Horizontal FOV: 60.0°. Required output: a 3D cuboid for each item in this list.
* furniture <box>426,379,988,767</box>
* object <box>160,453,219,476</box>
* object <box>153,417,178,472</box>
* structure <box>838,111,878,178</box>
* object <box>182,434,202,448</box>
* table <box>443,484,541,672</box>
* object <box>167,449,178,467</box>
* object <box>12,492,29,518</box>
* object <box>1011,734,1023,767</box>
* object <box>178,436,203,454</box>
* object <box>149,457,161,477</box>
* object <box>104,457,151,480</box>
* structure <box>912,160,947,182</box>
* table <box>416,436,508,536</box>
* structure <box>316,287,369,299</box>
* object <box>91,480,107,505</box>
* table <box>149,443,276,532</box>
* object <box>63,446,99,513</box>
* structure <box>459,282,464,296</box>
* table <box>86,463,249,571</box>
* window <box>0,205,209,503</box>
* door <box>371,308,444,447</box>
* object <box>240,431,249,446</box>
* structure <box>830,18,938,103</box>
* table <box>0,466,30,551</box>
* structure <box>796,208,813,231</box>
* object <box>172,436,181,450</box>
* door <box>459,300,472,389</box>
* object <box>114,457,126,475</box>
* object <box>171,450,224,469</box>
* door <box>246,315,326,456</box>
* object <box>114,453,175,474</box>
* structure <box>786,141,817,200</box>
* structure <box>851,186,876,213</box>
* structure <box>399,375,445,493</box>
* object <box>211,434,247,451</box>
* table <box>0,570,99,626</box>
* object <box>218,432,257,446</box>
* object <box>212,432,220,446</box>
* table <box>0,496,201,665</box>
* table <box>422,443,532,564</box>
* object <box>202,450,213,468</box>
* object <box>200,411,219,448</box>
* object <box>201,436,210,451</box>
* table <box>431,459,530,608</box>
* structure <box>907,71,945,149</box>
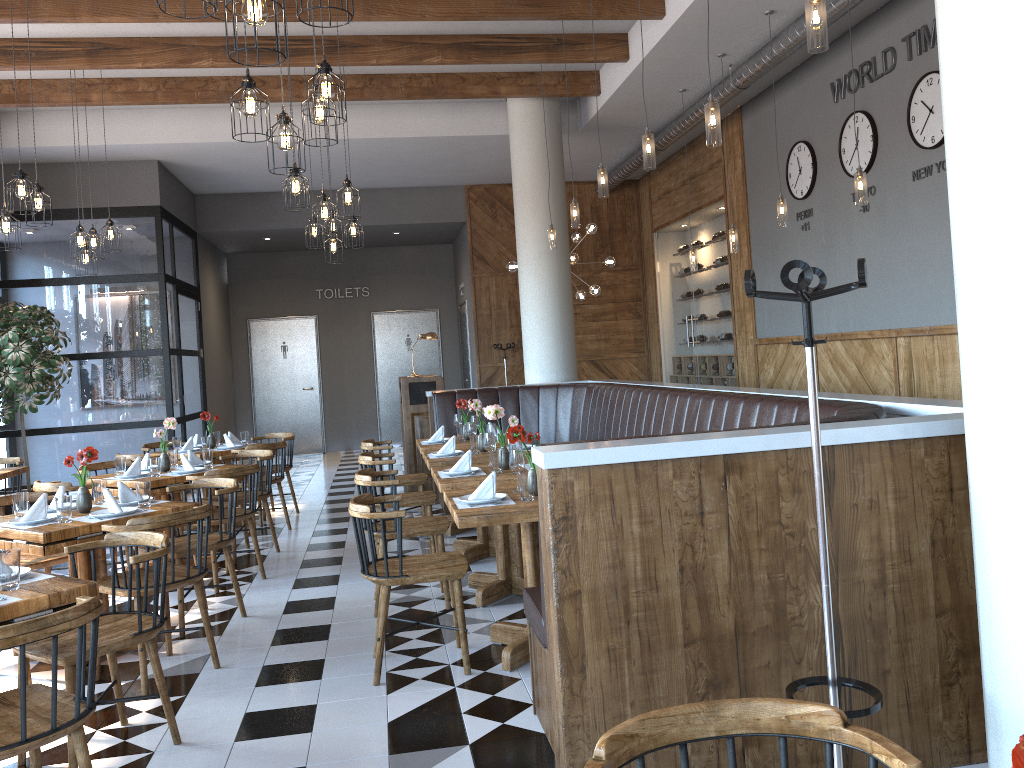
[{"bbox_3d":[0.579,0.653,6.119,1.918,1.150,6.586,-4,2,-9],"label":"furniture"},{"bbox_3d":[-2.366,0.574,6.449,0.272,0.137,0.352,-3,2,37],"label":"object"},{"bbox_3d":[-2.571,0.451,6.599,0.146,0.400,0.206,-4,0,3],"label":"object"},{"bbox_3d":[2.953,-2.044,7.566,0.046,0.561,0.560,-4,1,-9],"label":"structure"},{"bbox_3d":[-3.090,0.554,8.622,0.272,0.137,0.352,-3,2,37],"label":"object"},{"bbox_3d":[0.141,0.929,4.362,0.850,0.764,0.850,-4,1,-9],"label":"table"},{"bbox_3d":[-2.639,0.580,6.903,0.080,0.132,0.080,-4,0,6],"label":"object"},{"bbox_3d":[-2.614,0.647,4.714,0.080,0.132,0.080,-4,0,-4],"label":"object"},{"bbox_3d":[0.529,0.457,0.694,0.295,0.355,0.166,-4,0,-3],"label":"object"},{"bbox_3d":[-3.027,0.561,8.249,0.351,0.137,0.272,-3,2,36],"label":"object"},{"bbox_3d":[-2.535,0.592,6.296,0.080,0.132,0.080,-4,0,6],"label":"object"},{"bbox_3d":[-2.739,0.600,6.388,0.351,0.137,0.272,-3,2,36],"label":"object"},{"bbox_3d":[3.145,-1.598,6.560,0.021,0.080,0.583,-4,2,-9],"label":"structure"},{"bbox_3d":[-0.357,0.860,7.621,0.850,0.764,0.850,-4,1,-9],"label":"table"},{"bbox_3d":[-2.959,-1.590,15.489,0.916,0.166,0.035,-4,-1,-9],"label":"structure"},{"bbox_3d":[-2.358,0.619,5.066,0.080,0.132,0.080,-4,0,-4],"label":"object"},{"bbox_3d":[-2.840,0.994,8.457,0.863,0.764,0.865,-3,1,36],"label":"table"},{"bbox_3d":[-2.289,0.513,4.732,0.156,0.355,0.171,-3,0,-43],"label":"object"},{"bbox_3d":[-0.820,-1.550,14.564,0.025,0.197,0.565,-4,1,-9],"label":"structure"},{"bbox_3d":[-2.556,1.033,6.599,0.863,0.764,0.865,-3,1,36],"label":"table"},{"bbox_3d":[-5.555,-0.300,11.456,2.728,3.550,2.185,-4,0,-9],"label":"window"},{"bbox_3d":[-1.808,-0.112,15.623,1.207,2.395,0.114,-4,-1,-9],"label":"door"},{"bbox_3d":[-2.569,0.526,8.520,0.080,0.132,0.080,-4,0,16],"label":"object"},{"bbox_3d":[3.074,-2.570,6.592,0.033,0.199,2.728,-4,2,-9],"label":"structure"},{"bbox_3d":[-4.585,1.141,7.325,0.850,0.764,0.850,-4,1,-9],"label":"table"},{"bbox_3d":[2.840,-1.580,8.583,0.021,0.197,0.305,-4,1,-9],"label":"structure"},{"bbox_3d":[-3.179,0.568,8.413,0.080,0.132,0.080,-4,0,-34],"label":"object"},{"bbox_3d":[-0.753,-0.148,14.588,0.114,2.395,1.206,-4,0,-9],"label":"door"},{"bbox_3d":[-2.894,0.608,6.552,0.080,0.132,0.080,-4,0,6],"label":"object"},{"bbox_3d":[-2.429,0.567,6.822,0.351,0.137,0.272,-3,2,36],"label":"object"},{"bbox_3d":[-3.893,0.032,15.301,1.207,2.395,0.114,-4,-1,-9],"label":"door"},{"bbox_3d":[-2.802,0.593,6.761,0.272,0.137,0.352,-3,2,37],"label":"object"},{"bbox_3d":[2.798,-2.066,8.576,0.046,0.561,0.560,-4,1,-9],"label":"structure"},{"bbox_3d":[2.998,-1.559,7.550,0.021,0.200,0.369,-4,1,-9],"label":"structure"},{"bbox_3d":[-0.928,0.554,10.009,0.645,1.300,1.045,-4,0,-9],"label":"structure"},{"bbox_3d":[-2.653,0.535,8.310,0.272,0.137,0.352,-3,2,37],"label":"object"},{"bbox_3d":[-2.003,1.110,2.982,0.863,0.764,0.865,-3,1,36],"label":"table"},{"bbox_3d":[-2.717,0.528,8.683,0.351,0.137,0.272,-3,2,36],"label":"object"},{"bbox_3d":[-2.923,0.541,8.764,0.080,0.132,0.080,-4,0,16],"label":"object"},{"bbox_3d":[-2.275,1.072,4.761,0.863,0.764,0.865,-3,1,36],"label":"table"},{"bbox_3d":[-0.191,0.883,6.530,0.850,0.764,0.850,-4,1,-9],"label":"table"},{"bbox_3d":[-2.285,0.565,6.658,0.080,0.132,0.080,-4,0,6],"label":"object"},{"bbox_3d":[-2.902,0.436,8.493,0.171,0.355,0.156,-4,0,38],"label":"object"},{"bbox_3d":[-2.819,0.553,8.157,0.080,0.132,0.080,-4,0,6],"label":"object"},{"bbox_3d":[-0.026,0.906,5.453,0.850,0.764,0.850,-4,1,-9],"label":"table"},{"bbox_3d":[3.107,-2.023,6.556,0.046,0.561,0.560,-4,1,-9],"label":"structure"}]
